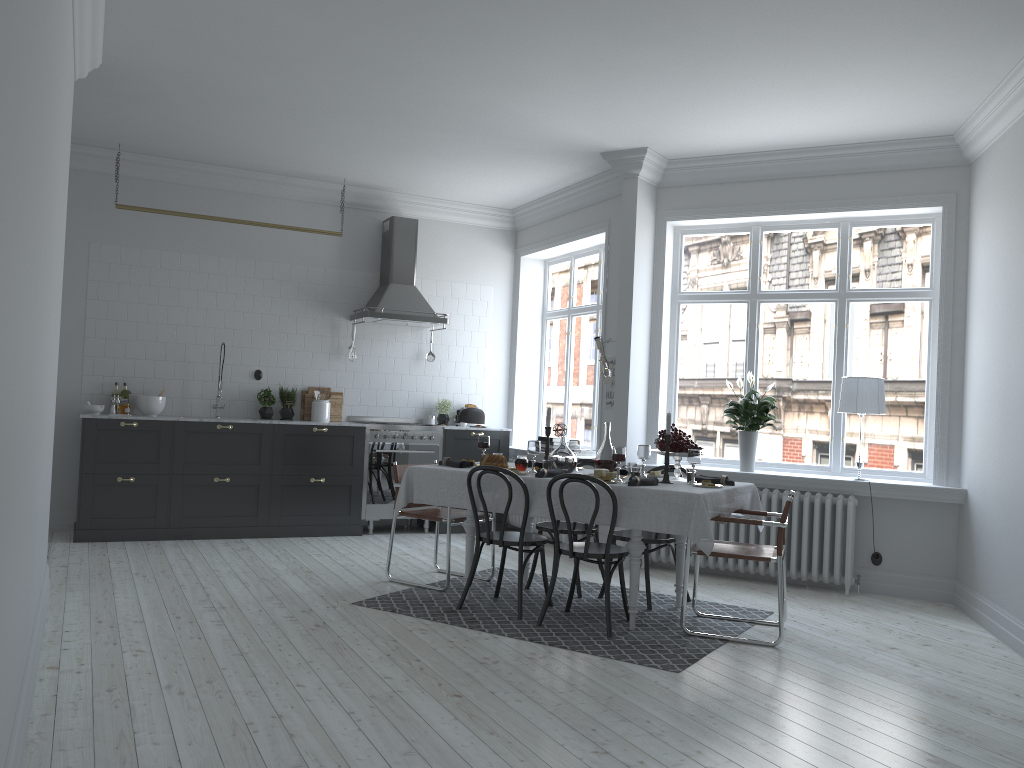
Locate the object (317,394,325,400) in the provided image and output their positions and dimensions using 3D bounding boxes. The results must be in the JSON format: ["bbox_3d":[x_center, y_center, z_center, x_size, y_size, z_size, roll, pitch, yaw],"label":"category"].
[{"bbox_3d":[-1.853,0.224,8.452,0.149,0.262,0.054,2,-2,39],"label":"object"}]

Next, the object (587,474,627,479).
[{"bbox_3d":[0.604,0.590,5.648,0.251,0.018,0.251,3,-1,-26],"label":"object"}]

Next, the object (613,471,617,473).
[{"bbox_3d":[0.639,0.579,5.700,0.077,0.040,0.039,1,-2,44],"label":"object"}]

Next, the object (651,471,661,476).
[{"bbox_3d":[0.961,0.603,5.977,0.077,0.039,0.040,2,-2,34],"label":"object"}]

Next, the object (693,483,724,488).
[{"bbox_3d":[1.176,0.610,5.311,0.182,0.013,0.182,3,-1,-16],"label":"object"}]

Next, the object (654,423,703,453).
[{"bbox_3d":[1.075,0.361,5.685,0.318,0.215,0.347,2,-1,27],"label":"object"}]

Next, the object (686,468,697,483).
[{"bbox_3d":[1.114,0.571,5.518,0.066,0.094,0.066,4,-2,-37],"label":"object"}]

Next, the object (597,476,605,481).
[{"bbox_3d":[0.530,0.567,5.280,0.057,0.037,0.021,4,-2,-45],"label":"object"}]

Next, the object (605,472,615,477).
[{"bbox_3d":[0.613,0.577,5.588,0.077,0.040,0.040,3,-1,-6],"label":"object"}]

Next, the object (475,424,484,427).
[{"bbox_3d":[-0.338,0.423,8.977,0.119,0.031,0.074,2,-1,7],"label":"object"}]

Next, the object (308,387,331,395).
[{"bbox_3d":[-1.876,0.197,8.626,0.220,0.330,0.041,3,-1,-26],"label":"object"}]

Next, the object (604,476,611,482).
[{"bbox_3d":[0.568,0.568,5.264,0.036,0.039,0.051,2,-1,14],"label":"object"}]

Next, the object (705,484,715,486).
[{"bbox_3d":[1.183,0.606,5.302,0.057,0.021,0.037,3,-1,-26],"label":"object"}]

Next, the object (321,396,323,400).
[{"bbox_3d":[-1.825,0.234,8.543,0.114,0.247,0.050,2,-2,29],"label":"object"}]

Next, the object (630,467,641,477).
[{"bbox_3d":[0.748,0.551,5.370,0.066,0.094,0.066,4,-2,-37],"label":"object"}]

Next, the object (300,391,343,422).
[{"bbox_3d":[-1.858,0.219,8.670,0.400,0.290,0.030,3,-1,-26],"label":"object"}]

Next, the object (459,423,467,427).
[{"bbox_3d":[-0.482,0.407,8.823,0.072,0.040,0.070,3,-2,-34],"label":"object"}]

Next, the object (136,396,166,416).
[{"bbox_3d":[-3.207,0.196,7.865,0.247,0.175,0.247,3,-1,-12],"label":"object"}]

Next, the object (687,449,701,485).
[{"bbox_3d":[1.114,0.510,5.439,0.083,0.215,0.083,3,-1,-21],"label":"object"}]

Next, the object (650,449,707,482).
[{"bbox_3d":[1.063,0.526,5.692,0.367,0.188,0.367,2,-1,16],"label":"object"}]

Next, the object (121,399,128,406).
[{"bbox_3d":[-3.430,0.200,7.809,0.077,0.141,0.044,3,-1,-26],"label":"object"}]

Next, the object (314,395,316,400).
[{"bbox_3d":[-1.854,0.232,8.525,0.118,0.250,0.033,3,-1,-25],"label":"object"}]

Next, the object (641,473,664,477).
[{"bbox_3d":[0.953,0.615,5.954,0.182,0.013,0.182,3,-1,-26],"label":"object"}]

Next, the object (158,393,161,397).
[{"bbox_3d":[-3.186,0.167,7.916,0.058,0.214,0.218,2,-1,25],"label":"object"}]

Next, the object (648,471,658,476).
[{"bbox_3d":[0.938,0.600,5.941,0.078,0.040,0.039,2,-2,39],"label":"object"}]

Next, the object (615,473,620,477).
[{"bbox_3d":[0.641,0.581,5.639,0.077,0.039,0.040,2,-2,34],"label":"object"}]

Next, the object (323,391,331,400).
[{"bbox_3d":[-1.815,0.212,8.544,0.056,0.296,0.131,1,-2,44],"label":"object"}]

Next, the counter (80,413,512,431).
[{"bbox_3d":[-1.890,0.364,8.327,3.902,0.020,0.624,3,-1,-26],"label":"counter"}]

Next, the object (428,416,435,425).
[{"bbox_3d":[-0.821,0.372,9.058,0.072,0.095,0.072,2,-1,20],"label":"object"}]

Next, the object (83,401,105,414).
[{"bbox_3d":[-3.595,0.205,7.635,0.159,0.110,0.172,3,-2,-31],"label":"object"}]

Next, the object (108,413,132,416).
[{"bbox_3d":[-3.435,0.266,7.768,0.180,0.008,0.272,3,-1,-26],"label":"object"}]

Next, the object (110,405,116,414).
[{"bbox_3d":[-3.452,0.224,7.672,0.046,0.084,0.046,4,-2,-39],"label":"object"}]

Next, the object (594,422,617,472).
[{"bbox_3d":[0.626,0.429,5.859,0.152,0.352,0.152,2,-1,25],"label":"object"}]

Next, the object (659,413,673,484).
[{"bbox_3d":[0.956,0.393,5.447,0.089,0.432,0.089,3,-1,-3],"label":"object"}]

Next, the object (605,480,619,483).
[{"bbox_3d":[0.543,0.580,5.281,0.182,0.013,0.182,3,-1,-11],"label":"object"}]

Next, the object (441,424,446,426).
[{"bbox_3d":[-0.719,0.414,9.008,0.091,0.018,0.062,3,-2,-28],"label":"object"}]

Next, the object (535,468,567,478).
[{"bbox_3d":[0.246,0.549,5.487,0.165,0.061,0.247,2,-1,14],"label":"object"}]

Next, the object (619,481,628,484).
[{"bbox_3d":[0.662,0.586,5.258,0.031,0.012,0.131,2,-2,32],"label":"object"}]

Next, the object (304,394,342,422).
[{"bbox_3d":[-1.838,0.233,8.618,0.360,0.261,0.053,3,-1,-26],"label":"object"}]

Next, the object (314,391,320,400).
[{"bbox_3d":[-1.835,0.212,8.503,0.141,0.290,0.064,2,-2,38],"label":"object"}]

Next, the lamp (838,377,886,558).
[{"bbox_3d":[2.576,0.619,6.573,0.335,1.331,0.335,4,-2,-38],"label":"lamp"}]

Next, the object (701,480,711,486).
[{"bbox_3d":[1.170,0.598,5.342,0.057,0.037,0.021,3,-1,-5],"label":"object"}]

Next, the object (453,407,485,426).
[{"bbox_3d":[-0.444,0.337,9.226,0.326,0.207,0.219,3,-1,-21],"label":"object"}]

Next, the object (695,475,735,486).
[{"bbox_3d":[1.271,0.598,5.561,0.247,0.061,0.165,2,-1,14],"label":"object"}]

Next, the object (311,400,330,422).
[{"bbox_3d":[-1.832,0.257,8.494,0.174,0.208,0.174,3,-2,-30],"label":"object"}]

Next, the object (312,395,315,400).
[{"bbox_3d":[-1.857,0.230,8.476,0.117,0.251,0.061,3,-1,4],"label":"object"}]

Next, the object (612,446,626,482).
[{"bbox_3d":[0.646,0.488,5.378,0.083,0.215,0.083,3,-1,-21],"label":"object"}]

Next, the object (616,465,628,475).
[{"bbox_3d":[0.720,0.583,6.030,0.165,0.061,0.247,2,-1,14],"label":"object"}]

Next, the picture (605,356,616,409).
[{"bbox_3d":[0.898,-0.011,7.678,0.003,0.457,0.311,3,-1,-26],"label":"picture"}]

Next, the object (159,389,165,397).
[{"bbox_3d":[-3.164,0.160,7.918,0.042,0.232,0.209,2,-1,15],"label":"object"}]

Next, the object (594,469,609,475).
[{"bbox_3d":[0.568,0.569,5.657,0.100,0.056,0.056,3,-1,-9],"label":"object"}]

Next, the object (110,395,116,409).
[{"bbox_3d":[-3.486,0.180,7.770,0.059,0.172,0.059,2,-1,6],"label":"object"}]

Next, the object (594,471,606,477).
[{"bbox_3d":[0.553,0.562,5.576,0.078,0.040,0.039,2,-2,39],"label":"object"}]

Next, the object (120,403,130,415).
[{"bbox_3d":[-3.367,0.220,7.725,0.078,0.101,0.078,3,-1,3],"label":"object"}]

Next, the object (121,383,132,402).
[{"bbox_3d":[-3.425,0.131,7.867,0.089,0.282,0.082,3,-1,-26],"label":"object"}]

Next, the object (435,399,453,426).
[{"bbox_3d":[-0.697,0.285,9.102,0.210,0.283,0.220,3,-1,-13],"label":"object"}]

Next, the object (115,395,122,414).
[{"bbox_3d":[-3.435,0.182,7.730,0.059,0.172,0.059,2,-1,6],"label":"object"}]

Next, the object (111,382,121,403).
[{"bbox_3d":[-3.500,0.126,7.837,0.066,0.282,0.066,3,-2,-31],"label":"object"}]

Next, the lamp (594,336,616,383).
[{"bbox_3d":[0.808,0.090,7.400,0.312,0.977,0.131,2,-2,39],"label":"lamp"}]
